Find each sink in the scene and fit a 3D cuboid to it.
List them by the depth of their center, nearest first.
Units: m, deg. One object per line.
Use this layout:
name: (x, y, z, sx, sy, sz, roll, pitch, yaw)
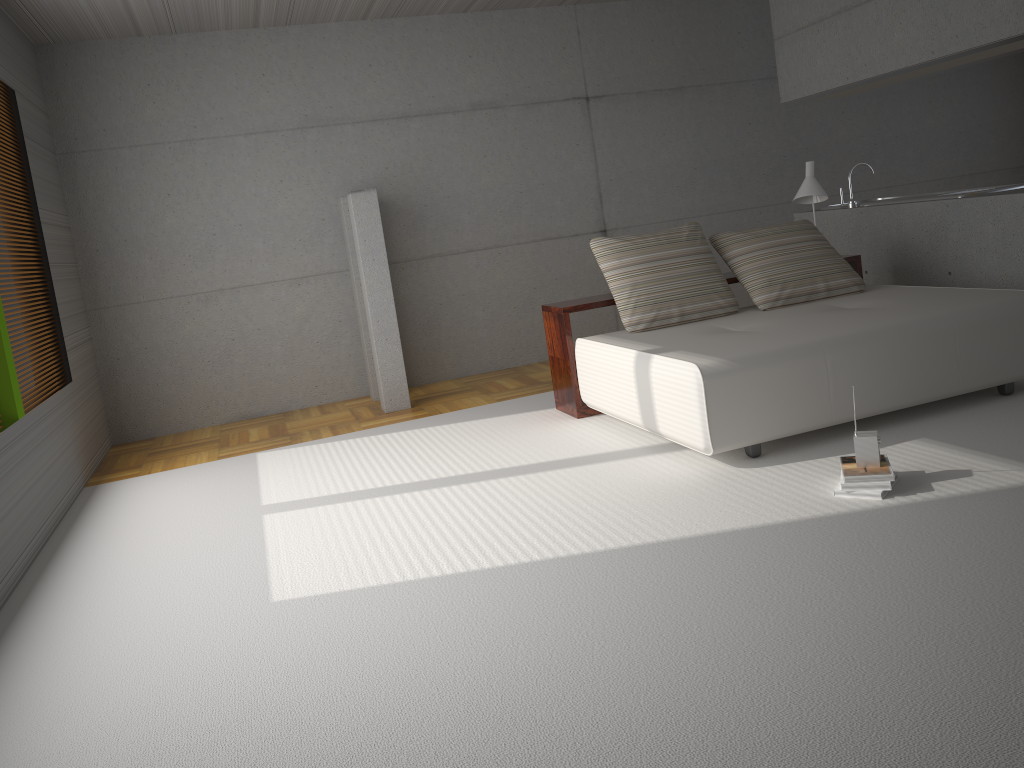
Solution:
sink: (3.128, -1.526, 6.944, 0.769, 0.535, 1.714, -11, 10, -16)

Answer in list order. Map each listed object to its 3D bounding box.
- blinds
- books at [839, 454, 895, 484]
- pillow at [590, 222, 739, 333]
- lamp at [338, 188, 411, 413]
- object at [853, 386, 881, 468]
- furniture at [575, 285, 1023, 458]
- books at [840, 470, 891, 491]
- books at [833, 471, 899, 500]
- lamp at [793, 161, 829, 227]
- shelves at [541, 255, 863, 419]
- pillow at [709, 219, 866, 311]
blinds: (-2.706, -0.696, 4.374, 0.012, 2.026, 3.554, -10, 9, -16)
books: (1.460, 0.348, 3.645, 0.188, 0.032, 0.268, -5, 11, 18)
pillow: (0.979, -0.688, 5.629, 0.804, 0.605, 0.493, -11, 8, -17)
lamp: (-1.103, -0.672, 7.028, 0.201, 1.677, 0.802, -10, 7, -16)
object: (1.425, 0.164, 3.580, 0.090, 0.363, 0.188, -6, 7, 24)
furniture: (1.664, -0.139, 5.145, 2.177, 0.517, 1.623, -11, 10, -16)
books: (1.458, 0.381, 3.645, 0.188, 0.032, 0.268, -4, 11, 23)
books: (1.463, 0.412, 3.648, 0.189, 0.032, 0.268, -1, 13, 37)
lamp: (2.168, -1.243, 6.318, 0.326, 0.694, 0.244, -13, 8, -35)
shelves: (1.369, -0.367, 6.087, 2.259, 0.710, 0.402, -11, 7, -16)
pillow: (1.809, -0.795, 5.827, 0.810, 0.513, 0.581, -11, 9, -15)
